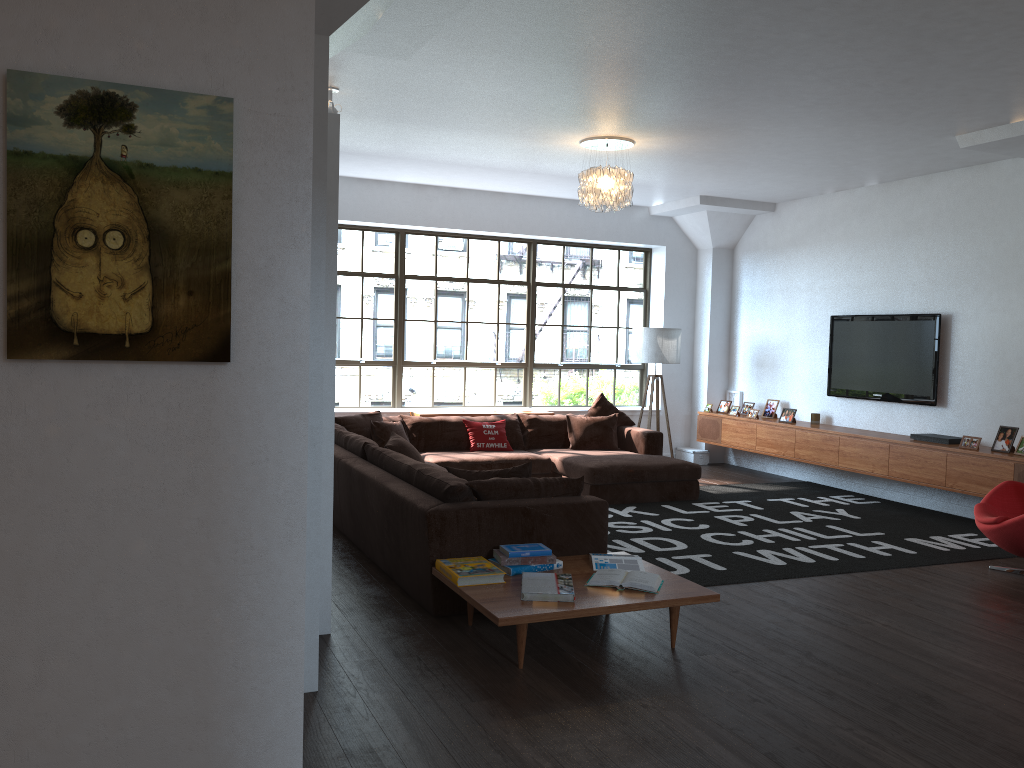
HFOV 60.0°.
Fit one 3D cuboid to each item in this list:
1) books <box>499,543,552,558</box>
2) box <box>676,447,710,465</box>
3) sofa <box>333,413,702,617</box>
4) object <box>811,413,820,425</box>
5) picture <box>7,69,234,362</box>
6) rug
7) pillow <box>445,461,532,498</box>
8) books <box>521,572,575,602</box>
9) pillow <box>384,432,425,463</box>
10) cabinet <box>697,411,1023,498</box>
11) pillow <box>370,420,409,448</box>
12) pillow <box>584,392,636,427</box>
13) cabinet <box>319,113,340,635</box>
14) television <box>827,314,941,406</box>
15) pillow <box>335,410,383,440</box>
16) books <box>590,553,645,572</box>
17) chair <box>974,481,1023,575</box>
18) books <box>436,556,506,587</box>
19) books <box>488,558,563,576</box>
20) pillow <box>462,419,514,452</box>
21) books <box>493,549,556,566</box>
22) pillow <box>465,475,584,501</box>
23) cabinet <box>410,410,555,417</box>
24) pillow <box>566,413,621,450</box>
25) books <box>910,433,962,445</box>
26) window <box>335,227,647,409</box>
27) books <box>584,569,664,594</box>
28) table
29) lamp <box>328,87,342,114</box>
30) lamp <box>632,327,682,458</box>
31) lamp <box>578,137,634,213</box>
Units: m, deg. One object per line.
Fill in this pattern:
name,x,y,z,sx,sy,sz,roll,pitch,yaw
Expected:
books,0.067,0.831,4.433,0.224,0.027,0.157,1,3,-19
box,2.142,0.856,10.535,0.228,0.165,0.368,0,3,-24
sofa,0.314,0.733,7.002,3.481,0.664,4.197,0,3,-24
object,3.108,0.357,9.084,0.089,0.110,0.089,3,3,21
picture,-0.852,-0.352,1.951,0.450,0.600,0.030,0,3,-24
rug,1.751,1.098,7.097,4.200,0.007,3.100,0,3,-22
pillow,-0.104,0.627,5.187,0.559,0.411,0.269,3,3,22
books,0.162,0.922,4.038,0.236,0.035,0.340,2,3,1
pillow,-0.776,0.566,6.451,0.325,0.391,0.625,1,3,-7
cabinet,3.277,0.626,8.411,0.459,0.350,4.501,0,3,-24
pillow,-1.099,0.483,7.969,0.238,0.337,0.489,4,4,36
pillow,0.934,0.383,9.058,0.651,0.587,0.335,-1,4,-45
cabinet,-1.932,-0.159,6.078,0.461,2.414,4.500,0,3,-24
television,3.472,-0.247,8.371,0.013,0.816,1.324,0,3,-24
pillow,-1.312,0.458,7.979,0.334,0.418,0.580,4,4,39
books,0.538,0.905,4.568,0.256,0.035,0.350,2,3,2
chair,3.360,0.721,5.568,0.801,1.006,0.798,2,3,2
books,-0.201,0.896,4.252,0.241,0.045,0.334,0,3,-22
books,0.065,0.899,4.434,0.312,0.037,0.216,0,3,-34
pillow,-0.231,0.496,8.505,0.465,0.308,0.220,0,3,-28
books,0.061,0.862,4.434,0.279,0.035,0.191,1,3,-14
pillow,0.036,0.684,4.961,0.750,0.364,0.289,0,3,-24
cabinet,-0.313,0.611,9.455,1.520,0.625,0.350,0,3,-24
pillow,0.809,0.474,8.828,0.542,0.362,0.248,1,3,-3
books,3.697,0.478,7.668,0.250,0.053,0.400,0,3,-24
window,-0.498,-0.681,9.888,4.648,1.905,0.114,0,3,-24
books,0.534,0.924,4.191,0.342,0.040,0.231,2,3,16
table,0.275,1.069,4.232,1.100,0.271,0.853,0,3,-24
lamp,-1.175,-1.809,5.741,0.111,0.211,0.120,2,3,10
lamp,1.622,0.156,10.089,0.545,1.579,0.545,1,3,-13
lamp,0.749,-1.651,7.066,0.441,0.539,0.442,3,3,19
